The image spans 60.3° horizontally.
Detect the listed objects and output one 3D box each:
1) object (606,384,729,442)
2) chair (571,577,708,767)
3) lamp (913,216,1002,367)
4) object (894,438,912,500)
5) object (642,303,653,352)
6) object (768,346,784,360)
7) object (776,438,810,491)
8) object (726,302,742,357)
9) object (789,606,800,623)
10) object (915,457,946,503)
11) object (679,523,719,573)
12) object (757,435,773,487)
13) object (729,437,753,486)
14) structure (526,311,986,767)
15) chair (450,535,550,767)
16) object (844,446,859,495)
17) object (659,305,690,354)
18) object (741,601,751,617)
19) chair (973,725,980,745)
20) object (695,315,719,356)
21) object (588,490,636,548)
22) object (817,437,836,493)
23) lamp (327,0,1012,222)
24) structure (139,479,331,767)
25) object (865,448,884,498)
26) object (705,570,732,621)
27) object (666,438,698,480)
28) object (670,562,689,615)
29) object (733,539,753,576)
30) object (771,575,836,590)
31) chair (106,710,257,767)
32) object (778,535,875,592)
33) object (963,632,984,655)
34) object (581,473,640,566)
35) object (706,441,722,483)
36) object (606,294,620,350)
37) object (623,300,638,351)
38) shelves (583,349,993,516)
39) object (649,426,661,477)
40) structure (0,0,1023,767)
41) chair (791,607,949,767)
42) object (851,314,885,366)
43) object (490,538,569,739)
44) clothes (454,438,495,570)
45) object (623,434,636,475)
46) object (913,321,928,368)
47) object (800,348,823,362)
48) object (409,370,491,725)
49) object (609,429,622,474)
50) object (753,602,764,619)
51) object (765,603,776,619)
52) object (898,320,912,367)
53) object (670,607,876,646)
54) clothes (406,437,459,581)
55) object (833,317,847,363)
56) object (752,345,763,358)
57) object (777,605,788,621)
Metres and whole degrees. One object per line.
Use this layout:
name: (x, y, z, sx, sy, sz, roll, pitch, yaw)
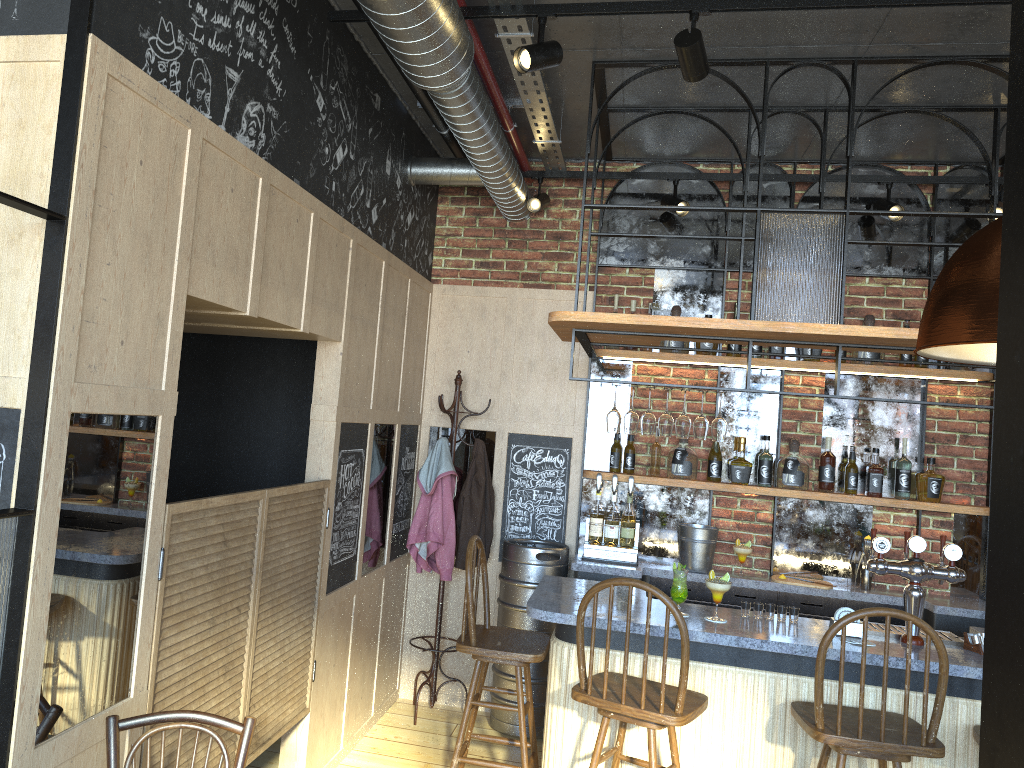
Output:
object: (0.654, 0.122, 3.734, 0.508, 0.208, 0.064, 4, -3, 13)
chair: (0.458, 1.297, 3.226, 0.453, 1.196, 0.394, 2, -4, 30)
lamp: (0.793, -0.699, 1.208, 0.359, 1.336, 0.377, 5, -4, -17)
object: (2.099, 0.454, 4.725, 0.079, 0.330, 0.072, 2, -4, 34)
object: (0.792, -0.324, 5.094, 0.053, 0.288, 0.058, 7, -5, -40)
object: (1.482, -0.263, 4.933, 0.079, 0.263, 0.077, 4, -4, 12)
object: (1.543, 0.436, 4.830, 0.175, 0.283, 0.118, 3, -4, 25)
object: (1.266, -0.306, 4.999, 0.080, 0.318, 0.082, 5, -4, -9)
object: (1.175, 0.961, 3.672, 0.043, 0.059, 0.040, 3, -3, 21)
object: (2.213, 0.508, 4.663, 0.143, 0.235, 0.089, 5, -3, -2)
object: (1.023, 0.908, 4.867, 0.209, 0.246, 0.225, 6, -4, -29)
object: (1.406, 0.427, 4.884, 0.077, 0.284, 0.074, 4, -4, 12)
object: (1.270, 0.426, 4.890, 0.119, 0.265, 0.114, 4, -3, 12)
structure: (1.329, 0.910, 4.079, 2.387, 2.176, 1.704, 4, -3, 12)
chair: (-0.046, 1.284, 3.868, 0.420, 1.196, 0.427, 4, -3, 10)
object: (1.837, 0.468, 4.767, 0.065, 0.264, 0.067, 5, -4, -8)
object: (0.937, -0.312, 5.058, 0.175, 0.283, 0.118, 3, -4, 25)
object: (0.984, 0.947, 3.710, 0.042, 0.059, 0.042, 4, -3, 0)
chair: (1.807, 1.394, 2.939, 0.446, 1.196, 0.401, 3, -4, 15)
object: (1.111, -0.276, 5.011, 0.147, 0.235, 0.086, 3, -4, 17)
object: (0.571, 0.759, 4.989, 0.264, 0.303, 0.083, 4, -4, 13)
object: (1.720, 0.440, 4.808, 0.089, 0.303, 0.082, 2, -4, 30)
lamp: (1.277, -1.164, 1.836, 7.374, 0.274, 6.134, 4, -3, 11)
structure: (1.164, 1.066, 3.594, 4.901, 0.995, 1.293, 5, -3, -12)
object: (1.950, 0.476, 4.738, 0.079, 0.263, 0.077, 4, -4, 12)
object: (0.837, 0.858, 3.588, 0.111, 0.197, 0.101, 2, -4, 39)
object: (0.962, 0.395, 4.964, 0.175, 0.283, 0.118, 3, -4, 25)
object: (0.692, 0.842, 3.641, 0.068, 0.211, 0.069, 5, -3, -6)
object: (1.266, 0.951, 4.846, 0.111, 0.197, 0.101, 2, -4, 39)
object: (1.560, 1.060, 4.728, 0.327, 0.019, 0.229, 4, -3, 20)
chair: (-0.789, 1.274, 1.951, 0.396, 0.916, 0.532, 5, -3, -15)
object: (1.696, 0.936, 4.728, 0.501, 0.288, 0.086, 4, -3, 14)
object: (1.849, 0.988, 3.395, 0.174, 0.091, 0.092, 5, -3, -13)
object: (0.570, 0.753, 4.976, 0.317, 0.492, 0.200, 4, -3, 12)
object: (1.140, 0.391, 4.941, 0.080, 0.318, 0.082, 5, -4, -9)
object: (0.600, -0.359, 5.144, 0.079, 0.330, 0.072, 2, -4, 34)
object: (0.699, -0.338, 5.137, 0.089, 0.303, 0.083, 3, -4, 21)
shelves: (1.515, 0.252, 5.078, 2.163, 0.747, 0.591, 4, -3, 13)
object: (0.818, 0.383, 5.001, 0.053, 0.288, 0.058, 7, -5, -40)
structure: (0.939, 0.221, 2.208, 5.808, 3.330, 6.072, 5, -3, -6)
chair: (1.220, 1.352, 3.078, 0.439, 1.196, 0.408, 4, -3, 5)
object: (1.951, -0.240, 4.819, 0.175, 0.283, 0.118, 3, -4, 25)
object: (0.099, 1.420, 4.978, 0.380, 1.036, 0.417, 8, -5, -44)
clothes: (-0.203, 0.705, 5.139, 0.215, 0.771, 0.233, 4, -3, 7)
object: (0.676, 0.385, 5.041, 0.066, 0.264, 0.066, 4, -3, -2)
object: (2.215, -0.211, 4.765, 0.066, 0.264, 0.066, 4, -3, -2)
object: (1.661, -0.252, 4.886, 0.119, 0.265, 0.114, 4, -3, 12)
object: (-0.406, 0.907, 5.102, 0.362, 1.991, 0.343, 2, -4, 33)
object: (0.600, 0.380, 5.059, 0.069, 0.264, 0.063, 2, -4, 33)
object: (1.034, 0.951, 3.698, 0.042, 0.059, 0.042, 4, -3, 0)
object: (1.084, 0.955, 3.703, 0.042, 0.059, 0.042, 4, -3, 0)
object: (2.139, -0.217, 4.783, 0.066, 0.264, 0.065, 4, -3, 5)
object: (1.017, 0.918, 3.506, 0.783, 0.106, 0.196, 4, -3, 13)
clothes: (-0.436, 0.694, 4.980, 0.282, 0.792, 0.230, 2, -4, 37)
object: (1.814, -0.240, 4.860, 0.067, 0.264, 0.065, 4, -4, 11)
object: (1.380, -0.280, 4.977, 0.077, 0.284, 0.074, 4, -4, 12)
object: (1.128, 0.958, 3.683, 0.042, 0.059, 0.042, 4, -3, 0)
